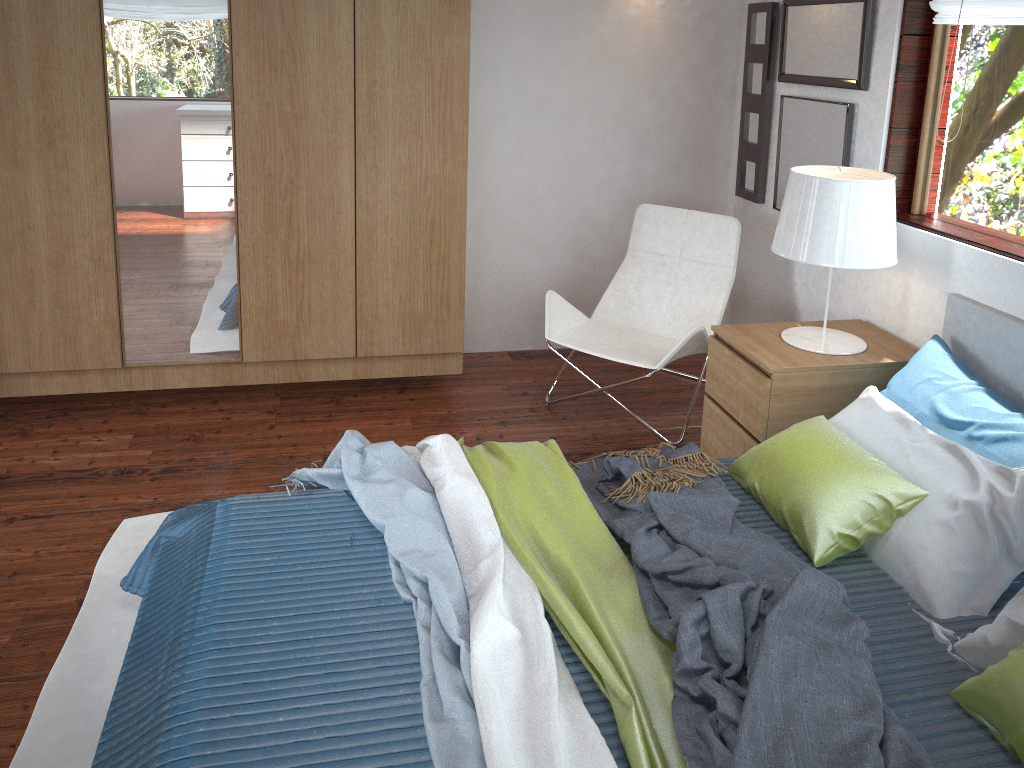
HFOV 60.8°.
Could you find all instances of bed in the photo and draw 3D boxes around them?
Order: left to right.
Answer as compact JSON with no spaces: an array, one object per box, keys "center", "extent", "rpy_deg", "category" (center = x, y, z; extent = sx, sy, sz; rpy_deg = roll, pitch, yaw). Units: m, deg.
[{"center":[0.412,0.516,1.670],"extent":[2.575,0.737,2.244],"rpy_deg":[-2,21,-11],"category":"bed"}]

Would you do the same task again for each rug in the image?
[{"center":[-0.069,0.874,1.625],"extent":[1.801,0.047,2.845],"rpy_deg":[-3,22,-12],"category":"rug"}]

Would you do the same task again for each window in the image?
[{"center":[-2.207,-0.745,0.784],"extent":[8.303,1.854,5.527],"rpy_deg":[-3,21,-12],"category":"window"}]

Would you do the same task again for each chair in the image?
[{"center":[0.574,-0.298,3.648],"extent":[0.712,0.765,0.821],"rpy_deg":[14,21,36],"category":"chair"}]

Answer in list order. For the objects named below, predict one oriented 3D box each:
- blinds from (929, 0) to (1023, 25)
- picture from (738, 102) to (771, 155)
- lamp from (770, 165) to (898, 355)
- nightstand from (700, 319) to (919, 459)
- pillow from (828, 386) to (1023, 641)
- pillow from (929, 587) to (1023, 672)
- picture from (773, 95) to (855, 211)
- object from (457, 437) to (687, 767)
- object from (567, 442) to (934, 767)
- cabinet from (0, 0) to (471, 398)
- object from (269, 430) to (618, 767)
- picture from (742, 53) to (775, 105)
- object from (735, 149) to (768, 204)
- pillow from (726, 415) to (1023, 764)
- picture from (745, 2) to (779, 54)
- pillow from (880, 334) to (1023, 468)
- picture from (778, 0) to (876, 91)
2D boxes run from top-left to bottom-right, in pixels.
[{"center":[1.607,-1.246,2.409],"extent":[0.054,0.472,1.296],"rpy_deg":[-1,20,-12],"category":"blinds"},{"center":[1.122,-1.186,4.043],"extent":[0.040,0.216,0.233],"rpy_deg":[-1,17,-12],"category":"picture"},{"center":[1.082,-0.424,2.947],"extent":[0.406,0.565,0.423],"rpy_deg":[-2,16,-15],"category":"lamp"},{"center":[1.046,0.108,3.059],"extent":[0.609,0.520,0.447],"rpy_deg":[-2,17,-12],"category":"nightstand"},{"center":[1.010,0.236,2.255],"extent":[0.473,0.343,0.914],"rpy_deg":[-4,21,-16],"category":"pillow"},{"center":[1.174,0.511,1.467],"extent":[0.361,0.374,0.892],"rpy_deg":[-3,21,-17],"category":"pillow"},{"center":[1.225,-0.918,3.587],"extent":[0.043,0.484,0.528],"rpy_deg":[-1,17,-12],"category":"picture"},{"center":[0.208,0.678,1.705],"extent":[0.492,0.427,2.206],"rpy_deg":[-3,22,-16],"category":"object"},{"center":[0.436,0.542,1.669],"extent":[0.628,0.388,2.233],"rpy_deg":[1,21,-4],"category":"object"},{"center":[-1.300,-1.211,3.428],"extent":[2.202,2.312,0.606],"rpy_deg":[-2,14,-13],"category":"cabinet"},{"center":[-0.151,0.632,1.647],"extent":[0.537,0.359,2.257],"rpy_deg":[-4,22,-16],"category":"object"},{"center":[1.125,-1.397,3.996],"extent":[0.040,0.216,0.233],"rpy_deg":[-1,17,-12],"category":"picture"},{"center":[1.119,-0.976,4.090],"extent":[0.040,0.216,0.233],"rpy_deg":[-1,17,-12],"category":"object"},{"center":[0.902,0.411,1.842],"extent":[0.311,0.209,1.446],"rpy_deg":[-2,22,-12],"category":"pillow"},{"center":[1.128,-1.608,3.948],"extent":[0.040,0.216,0.233],"rpy_deg":[-1,17,-12],"category":"picture"},{"center":[1.304,0.170,2.358],"extent":[0.347,0.314,0.956],"rpy_deg":[-3,21,-14],"category":"pillow"},{"center":[1.241,-1.376,3.496],"extent":[0.042,0.346,0.656],"rpy_deg":[-1,20,-12],"category":"picture"}]
